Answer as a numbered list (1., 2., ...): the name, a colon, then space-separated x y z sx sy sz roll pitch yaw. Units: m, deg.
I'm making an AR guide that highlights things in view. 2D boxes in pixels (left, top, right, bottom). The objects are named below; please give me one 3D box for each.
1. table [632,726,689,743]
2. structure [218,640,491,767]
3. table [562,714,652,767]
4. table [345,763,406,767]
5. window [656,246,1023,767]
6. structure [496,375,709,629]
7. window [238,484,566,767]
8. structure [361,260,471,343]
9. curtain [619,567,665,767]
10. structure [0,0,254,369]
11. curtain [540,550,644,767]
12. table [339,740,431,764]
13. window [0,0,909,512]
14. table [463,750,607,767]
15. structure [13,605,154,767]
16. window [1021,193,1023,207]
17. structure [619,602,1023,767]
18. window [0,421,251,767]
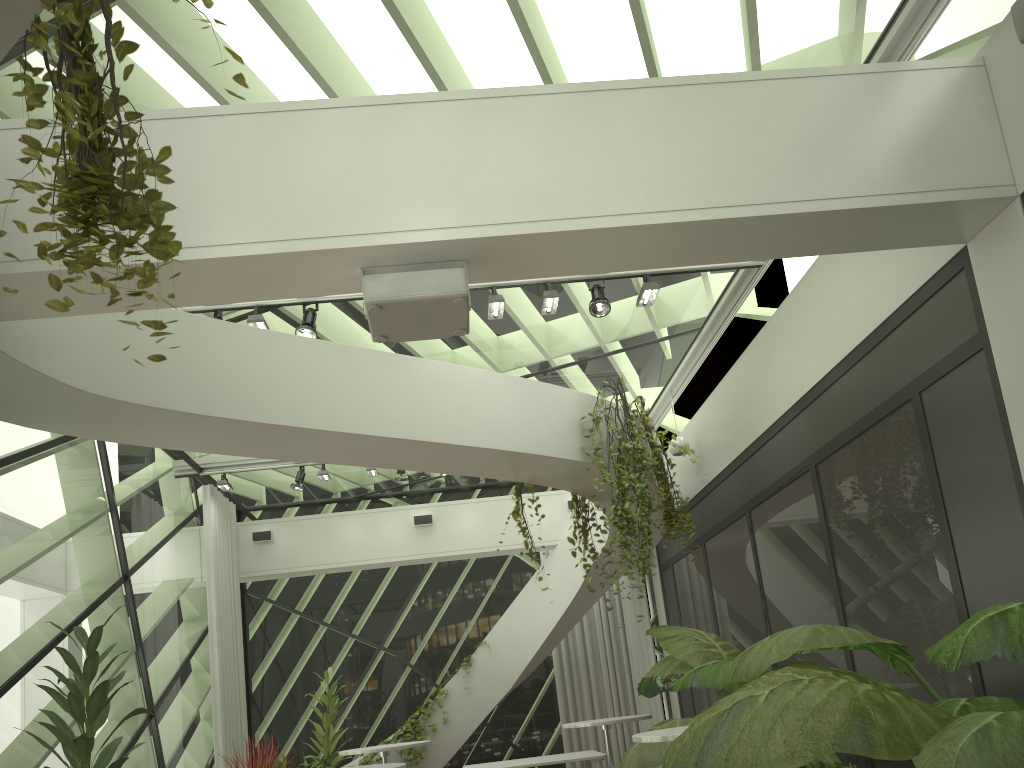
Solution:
1. table: 1.156 2.416 4.740 0.871 1.059 0.874 -15 -17 29
2. structure: -2.106 3.725 9.518 2.064 1.612 4.888 -15 -21 25
3. table: 0.966 3.718 8.242 0.871 1.059 0.874 -15 -17 29
4. table: -0.935 2.604 4.582 0.871 1.059 0.874 -15 -17 29
5. window: 2.216 2.156 7.394 0.050 3.124 7.486 -6 -19 -5
6. structure: 0.717 1.020 7.363 1.645 2.003 1.482 6 -19 -39
7. window: -0.977 3.786 12.731 5.730 4.490 0.039 -5 -12 -4
8. structure: -0.413 -0.373 3.804 0.461 0.267 0.404 -5 -17 -5
9. curtain: 1.726 3.336 11.882 0.160 3.952 1.035 -6 -12 -6
10. structure: -1.321 -0.819 1.872 1.455 2.235 4.779 5 -22 -39
11. curtain: 1.164 3.674 12.627 1.229 3.952 0.165 -6 -12 -6
12. table: -1.124 3.906 8.085 0.871 1.059 0.874 -15 -17 29
13. window: -0.825 -1.399 5.043 5.680 0.053 17.429 -5 -20 -5
14. table: 0.257 4.430 9.437 1.498 0.694 1.112 -5 -18 -5
15. structure: -2.039 1.382 2.848 0.853 1.541 3.468 -6 -19 -6
16. window: 2.613 -0.579 0.037 0.050 3.124 7.394 -6 -19 -5
17. structure: 1.416 1.804 4.273 1.780 1.654 9.279 -5 -20 -5
18. window: -3.372 1.010 4.375 0.084 4.471 17.463 -6 -19 -5
